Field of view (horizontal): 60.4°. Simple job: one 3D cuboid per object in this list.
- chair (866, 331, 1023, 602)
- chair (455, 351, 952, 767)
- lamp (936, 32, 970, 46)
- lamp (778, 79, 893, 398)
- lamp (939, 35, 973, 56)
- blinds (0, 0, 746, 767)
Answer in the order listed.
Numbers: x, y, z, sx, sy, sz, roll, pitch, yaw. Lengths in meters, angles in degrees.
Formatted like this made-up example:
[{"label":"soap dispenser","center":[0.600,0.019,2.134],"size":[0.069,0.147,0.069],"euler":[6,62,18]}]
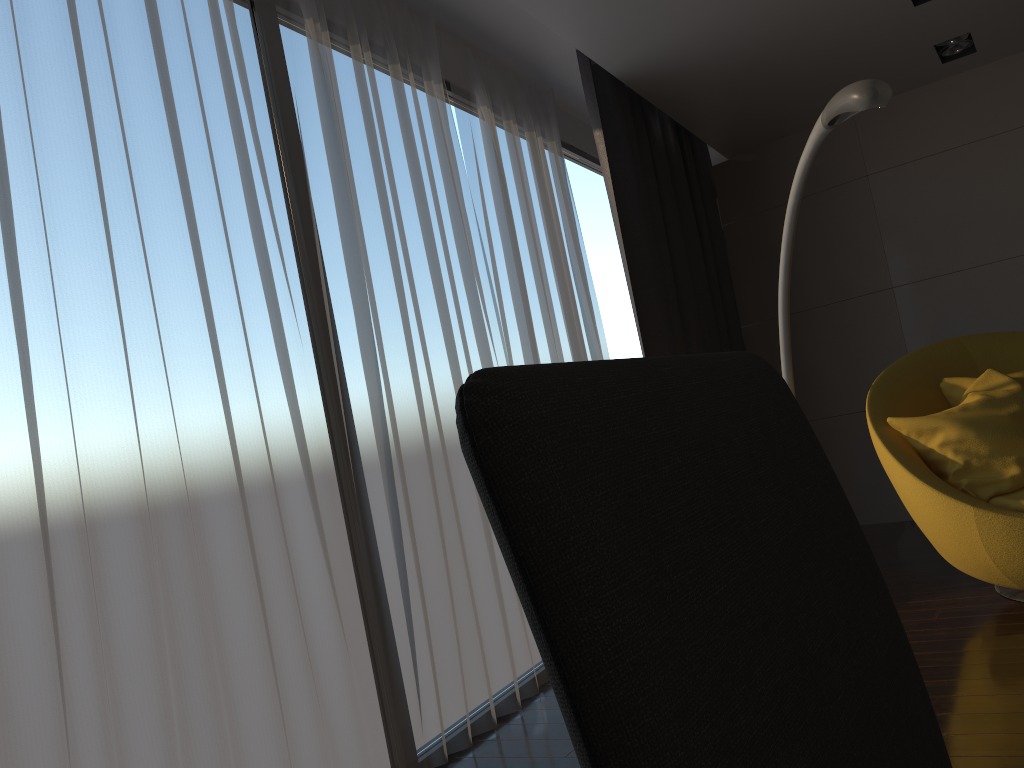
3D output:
[{"label":"chair","center":[2.144,0.231,3.358],"size":[1.532,1.005,1.127],"euler":[-11,-4,-4]},{"label":"chair","center":[0.392,0.403,0.353],"size":[0.545,0.964,0.448],"euler":[-13,-4,30]},{"label":"lamp","center":[2.273,-1.802,4.550],"size":[0.186,0.077,0.167],"euler":[-8,-5,-40]},{"label":"lamp","center":[1.455,0.058,4.531],"size":[0.570,1.778,4.318],"euler":[-12,-4,13]},{"label":"lamp","center":[2.375,-1.812,4.709],"size":[0.167,0.077,0.186],"euler":[-15,-5,43]},{"label":"blinds","center":[-0.412,-0.256,2.551],"size":[0.719,2.892,7.796],"euler":[-13,-4,26]}]
